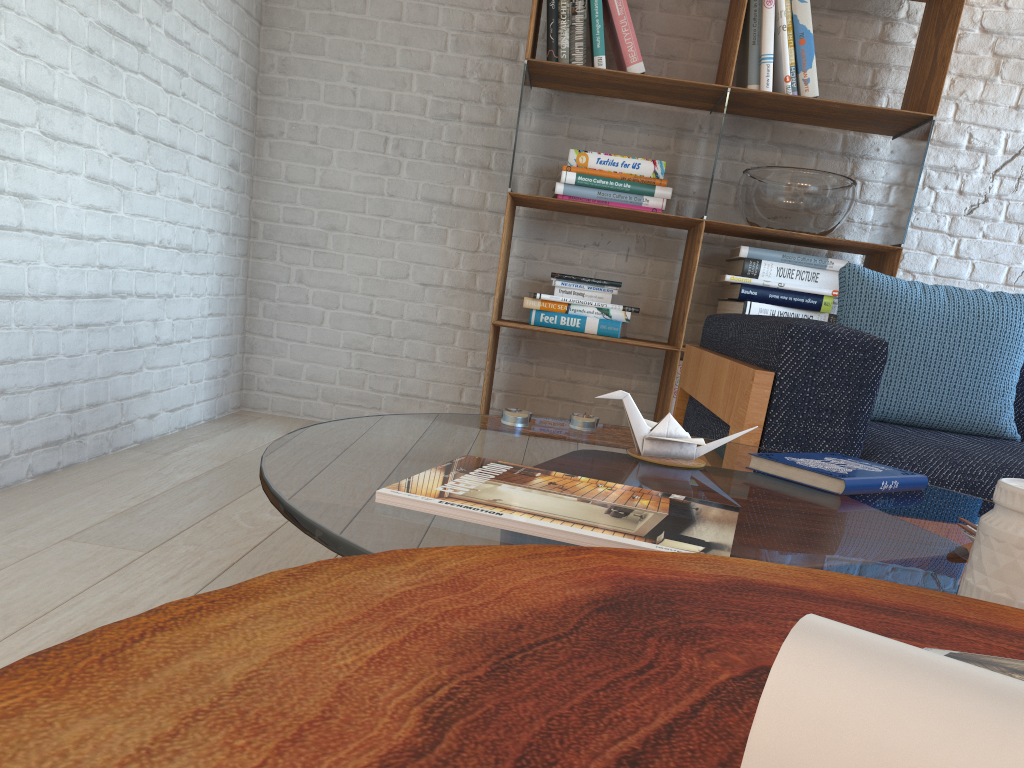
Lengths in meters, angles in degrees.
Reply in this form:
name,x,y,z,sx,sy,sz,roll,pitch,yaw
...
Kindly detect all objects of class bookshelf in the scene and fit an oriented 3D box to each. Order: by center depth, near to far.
name,x,y,z,sx,sy,sz,roll,pitch,yaw
bookshelf,0.671,-0.724,3.015,1.317,2.286,0.350,8,15,1

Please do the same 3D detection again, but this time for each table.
name,x,y,z,sx,sy,sz,roll,pitch,yaw
table,0.172,0.356,0.736,1.072,0.463,1.775,9,7,8

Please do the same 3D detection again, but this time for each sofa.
name,x,y,z,sx,sy,sz,roll,pitch,yaw
sofa,1.408,0.413,0.799,2.077,0.685,3.819,8,6,2

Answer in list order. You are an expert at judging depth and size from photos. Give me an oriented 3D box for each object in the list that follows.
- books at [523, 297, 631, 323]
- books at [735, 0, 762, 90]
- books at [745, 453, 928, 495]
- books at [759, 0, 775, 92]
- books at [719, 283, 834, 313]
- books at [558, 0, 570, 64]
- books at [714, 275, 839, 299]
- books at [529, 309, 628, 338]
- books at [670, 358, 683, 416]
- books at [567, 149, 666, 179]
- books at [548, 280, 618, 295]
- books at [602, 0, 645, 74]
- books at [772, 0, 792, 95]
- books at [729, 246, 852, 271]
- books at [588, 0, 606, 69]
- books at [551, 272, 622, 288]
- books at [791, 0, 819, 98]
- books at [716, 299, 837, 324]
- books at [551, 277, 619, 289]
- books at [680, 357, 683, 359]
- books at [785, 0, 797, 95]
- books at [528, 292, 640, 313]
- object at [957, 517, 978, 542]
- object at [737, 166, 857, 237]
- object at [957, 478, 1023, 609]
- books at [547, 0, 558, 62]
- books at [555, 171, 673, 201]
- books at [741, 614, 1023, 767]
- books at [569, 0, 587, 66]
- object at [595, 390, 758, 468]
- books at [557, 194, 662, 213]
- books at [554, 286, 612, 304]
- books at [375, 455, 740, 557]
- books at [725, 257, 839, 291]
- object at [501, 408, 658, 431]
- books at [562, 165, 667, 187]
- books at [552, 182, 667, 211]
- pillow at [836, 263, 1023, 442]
name,x,y,z,sx,sy,sz,roll,pitch,yaw
books,0.236,-0.272,3.183,0.379,0.038,0.236,8,6,2
books,0.792,-1.154,2.925,0.101,0.398,0.234,9,13,3
books,0.486,0.131,1.297,0.231,0.023,0.157,3,8,-39
books,0.827,-1.146,2.902,0.103,0.398,0.234,9,13,3
books,0.935,-0.307,3.104,0.327,0.058,0.246,8,6,-3
books,0.175,-1.247,2.933,0.091,0.399,0.234,9,13,3
books,0.957,-0.344,3.105,0.444,0.021,0.263,8,6,2
books,0.249,-0.222,3.187,0.324,0.057,0.248,9,7,12
books,0.587,0.097,3.250,0.036,0.398,0.234,9,13,3
books,0.364,-0.750,3.046,0.326,0.058,0.246,9,6,4
books,0.256,-0.352,3.180,0.237,0.019,0.165,8,6,-5
books,0.368,-1.186,2.948,0.195,0.331,0.245,8,12,2
books,0.878,-1.123,2.914,0.124,0.362,0.261,9,12,3
books,0.975,-0.438,3.092,0.379,0.038,0.236,8,6,2
books,0.280,-1.228,2.919,0.121,0.396,0.234,8,13,3
books,0.267,-0.375,3.153,0.252,0.018,0.157,8,6,2
books,0.946,-1.103,2.910,0.158,0.341,0.245,8,12,2
books,0.954,-0.243,3.131,0.381,0.067,0.235,7,7,-11
books,0.264,-0.364,3.169,0.242,0.008,0.151,8,6,2
books,0.624,0.101,3.265,0.036,0.398,0.234,9,13,3
books,0.901,-1.120,2.923,0.124,0.362,0.261,9,12,3
books,0.254,-0.296,3.165,0.380,0.019,0.235,8,6,-5
object,0.581,0.170,0.907,0.155,0.059,0.261,8,6,-5
object,0.984,-0.619,3.057,0.391,0.209,0.398,16,11,43
object,0.443,0.141,0.724,0.107,0.112,0.105,12,12,18
books,0.137,-1.251,2.926,0.091,0.399,0.234,9,13,3
books,0.347,-0.682,3.047,0.380,0.038,0.235,8,6,-4
books,0.251,0.132,0.206,0.315,0.113,0.270,13,9,34
books,0.223,-1.216,2.957,0.102,0.346,0.245,9,12,3
object,0.237,0.064,1.258,0.183,0.094,0.191,12,9,27
books,0.337,-0.619,3.078,0.355,0.021,0.263,8,6,2
books,0.258,-0.325,3.181,0.206,0.035,0.128,8,7,2
books,0.062,0.121,0.875,0.316,0.011,0.246,10,6,15
books,0.973,-0.387,3.110,0.380,0.067,0.235,8,7,-4
object,0.122,0.062,1.438,0.303,0.028,0.065,6,8,-20
books,0.350,-0.713,3.059,0.356,0.021,0.263,8,6,0
books,0.332,-0.648,3.064,0.380,0.038,0.235,8,6,-3
pillow,1.109,-0.078,2.323,0.555,0.425,0.214,8,13,1
